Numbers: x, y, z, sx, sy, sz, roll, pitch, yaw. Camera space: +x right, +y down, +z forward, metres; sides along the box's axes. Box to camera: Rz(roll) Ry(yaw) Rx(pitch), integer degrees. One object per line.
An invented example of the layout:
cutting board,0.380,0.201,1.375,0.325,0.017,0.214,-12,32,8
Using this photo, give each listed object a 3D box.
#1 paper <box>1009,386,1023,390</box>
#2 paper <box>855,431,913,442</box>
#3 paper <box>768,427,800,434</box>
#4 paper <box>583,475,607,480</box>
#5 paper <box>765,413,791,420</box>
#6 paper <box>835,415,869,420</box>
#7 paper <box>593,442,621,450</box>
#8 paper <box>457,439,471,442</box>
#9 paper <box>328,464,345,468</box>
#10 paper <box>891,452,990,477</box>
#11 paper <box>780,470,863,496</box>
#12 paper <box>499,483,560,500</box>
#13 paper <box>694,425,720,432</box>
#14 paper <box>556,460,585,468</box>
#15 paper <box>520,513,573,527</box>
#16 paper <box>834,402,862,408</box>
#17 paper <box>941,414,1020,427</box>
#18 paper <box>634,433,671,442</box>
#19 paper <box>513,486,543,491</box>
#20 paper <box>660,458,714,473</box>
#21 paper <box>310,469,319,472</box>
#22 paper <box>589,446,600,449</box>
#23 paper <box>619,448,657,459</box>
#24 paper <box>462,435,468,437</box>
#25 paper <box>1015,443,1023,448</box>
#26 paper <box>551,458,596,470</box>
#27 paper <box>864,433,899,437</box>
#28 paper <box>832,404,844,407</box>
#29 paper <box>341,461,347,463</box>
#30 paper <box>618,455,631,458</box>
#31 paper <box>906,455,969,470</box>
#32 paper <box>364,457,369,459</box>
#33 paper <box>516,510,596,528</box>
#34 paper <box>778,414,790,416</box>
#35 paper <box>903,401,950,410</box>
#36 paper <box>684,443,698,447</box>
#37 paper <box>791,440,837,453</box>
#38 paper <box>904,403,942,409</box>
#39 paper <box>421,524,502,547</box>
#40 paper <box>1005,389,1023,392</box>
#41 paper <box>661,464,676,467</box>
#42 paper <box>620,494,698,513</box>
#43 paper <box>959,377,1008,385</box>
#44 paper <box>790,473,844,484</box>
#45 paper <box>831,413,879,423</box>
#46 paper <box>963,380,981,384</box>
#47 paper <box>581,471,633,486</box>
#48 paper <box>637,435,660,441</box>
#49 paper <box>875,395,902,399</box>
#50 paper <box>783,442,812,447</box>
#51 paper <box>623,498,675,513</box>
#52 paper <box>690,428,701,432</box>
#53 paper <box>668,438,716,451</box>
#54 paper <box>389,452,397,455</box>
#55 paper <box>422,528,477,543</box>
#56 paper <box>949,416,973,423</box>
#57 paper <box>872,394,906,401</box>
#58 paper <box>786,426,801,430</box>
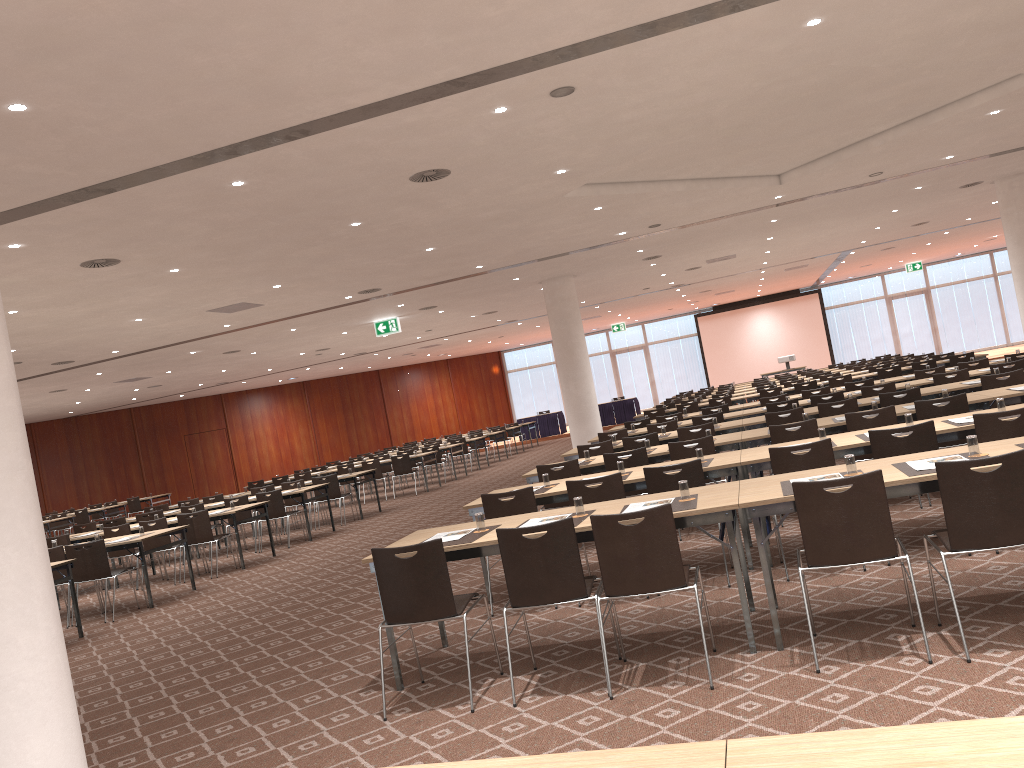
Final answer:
paper,4.907,0.026,8.384,0.284,0.006,0.398,-11,-1,16
paper,2.903,0.376,6.784,0.460,0.003,0.565,-11,-1,14
paper,2.799,0.440,8.885,0.460,0.003,0.565,-11,-1,16
paper,0.702,0.803,7.468,0.284,0.006,0.398,-11,-1,15
paper,3.319,0.382,10.816,0.460,0.003,0.565,-11,-1,16
paper,3.368,0.326,8.797,0.284,0.006,0.398,-11,-1,14
paper,1.157,0.804,11.399,0.460,0.003,0.565,-11,-1,15
paper,-1.348,1.542,23.986,0.460,0.003,0.565,-11,-1,15
paper,-4.616,2.137,22.802,0.460,0.003,0.565,-11,-1,13
paper,2.373,0.436,4.871,0.460,0.003,0.565,-11,-1,15
paper,1.759,0.555,5.006,0.460,0.003,0.565,-11,-1,15
paper,0.123,0.919,7.557,0.460,0.003,0.565,-11,-1,17
paper,2.364,0.568,11.075,0.460,0.003,0.565,-11,-1,15
paper,0.615,0.863,9.542,0.284,0.006,0.398,-11,-1,17
paper,0.196,0.858,5.523,0.284,0.006,0.398,-11,-1,18
paper,3.921,0.264,10.627,0.460,0.003,0.565,-11,-1,16
paper,3.514,0.257,6.629,0.460,0.003,0.565,-11,-1,14
paper,1.768,0.685,11.241,0.460,0.003,0.565,-11,-1,15
paper,0.099,0.921,7.633,0.284,0.006,0.398,-11,-1,16
paper,1.389,0.672,7.221,0.460,0.003,0.565,-11,-1,18
paper,-5.244,2.259,22.964,0.460,0.003,0.565,-11,-1,12
paper,1.139,0.805,11.478,0.284,0.006,0.398,-11,-1,15
paper,1.263,0.740,9.333,0.460,0.003,0.565,-11,-1,18
paper,-1.560,1.668,28.246,0.284,0.006,0.398,-11,-1,15
paper,3.004,0.313,4.722,0.460,0.003,0.565,-11,-1,16
paper,0.628,0.863,9.455,0.460,0.003,0.565,-11,-1,14
paper,2.893,0.375,6.861,0.284,0.006,0.398,-11,-1,16
paper,3.899,0.266,10.718,0.284,0.006,0.398,-11,-1,13
paper,-4.760,2.206,24.985,0.284,0.006,0.398,-11,-1,14
paper,1.231,0.743,9.379,0.284,0.006,0.398,-11,-1,14
paper,2.367,0.434,4.924,0.284,0.006,0.398,-11,-1,16
paper,-4.122,2.081,24.813,0.284,0.006,0.398,-11,-1,11
paper,0.238,0.853,5.445,0.460,0.003,0.565,-11,-1,17
paper,3.269,0.389,10.913,0.284,0.006,0.398,-11,-1,16
paper,4.049,0.196,8.559,0.460,0.003,0.565,-11,-1,17
paper,1.844,0.624,9.209,0.284,0.006,0.398,-11,-1,12
paper,2.281,0.497,6.947,0.460,0.003,0.565,-11,-1,15
paper,3.977,0.207,8.615,0.284,0.006,0.398,-11,-1,14
paper,-0.368,0.971,5.589,0.460,0.003,0.565,-11,-1,18
paper,4.953,0.019,8.302,0.460,0.003,0.565,-11,-1,14
paper,1.325,0.681,7.272,0.284,0.006,0.398,-11,-1,16
paper,0.868,0.730,5.263,0.460,0.003,0.565,-11,-1,13
paper,5.477,-0.039,10.237,0.460,0.003,0.565,-11,-1,15
paper,1.753,0.554,5.089,0.284,0.006,0.398,-11,-1,13
paper,3.405,0.322,8.741,0.460,0.003,0.565,-11,-1,17
paper,5.422,-0.032,10.304,0.284,0.006,0.398,-11,-1,14
paper,0.750,0.796,7.378,0.460,0.003,0.565,-11,-1,14
paper,1.736,0.688,11.310,0.284,0.006,0.398,-11,-1,14
paper,4.489,0.151,10.563,0.284,0.006,0.398,-11,-1,15
paper,2.243,0.502,7.044,0.284,0.006,0.398,-11,-1,16
paper,0.824,0.736,5.356,0.284,0.006,0.398,-11,-1,17
paper,2.337,0.570,11.129,0.284,0.006,0.398,-11,-1,16
paper,1.858,0.623,9.145,0.460,0.003,0.565,-11,-1,16
paper,-3.487,1.960,24.564,0.460,0.003,0.565,-11,-1,17
paper,-0.412,0.977,5.690,0.284,0.006,0.398,-11,-1,15
paper,3.488,0.259,6.703,0.284,0.006,0.398,-11,-1,15
paper,4.525,0.146,10.488,0.460,0.003,0.565,-11,-1,14
paper,2.777,0.442,8.973,0.284,0.006,0.398,-11,-1,14
